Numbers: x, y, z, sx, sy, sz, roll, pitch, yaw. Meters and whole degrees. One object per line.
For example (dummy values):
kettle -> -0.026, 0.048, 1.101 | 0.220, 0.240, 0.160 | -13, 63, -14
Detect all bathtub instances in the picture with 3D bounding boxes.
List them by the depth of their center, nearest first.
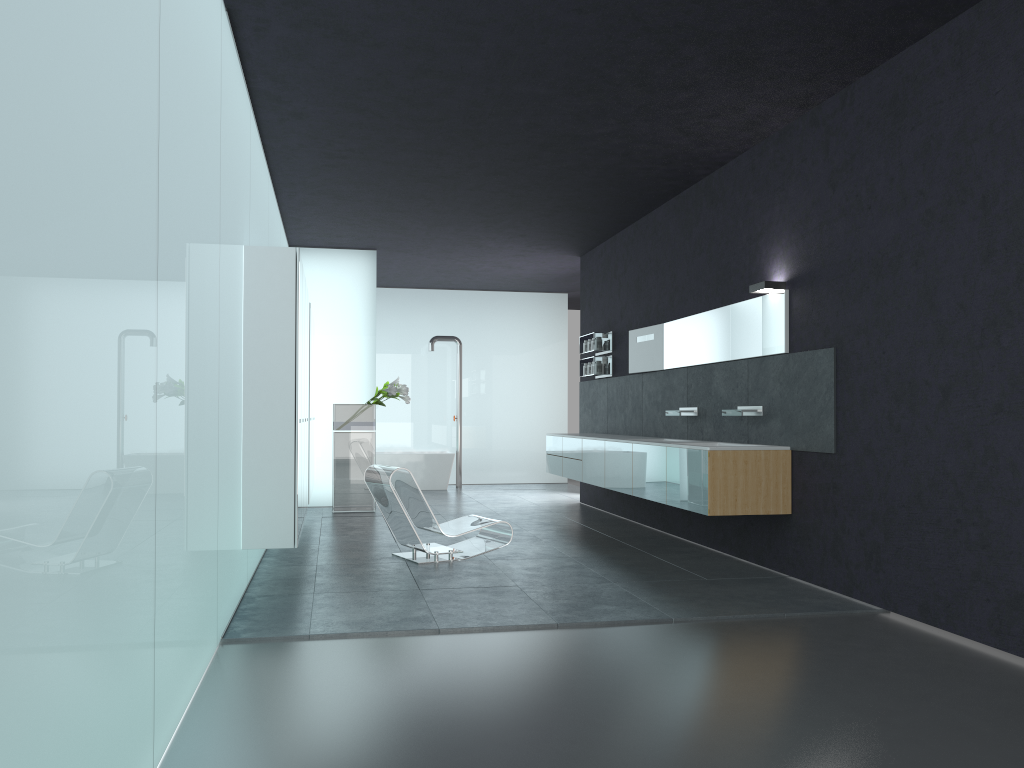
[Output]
bathtub -> -2.080, 1.486, 16.217 | 1.977, 0.858, 0.961 | 1, -2, -11

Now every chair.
chair -> -0.691, 1.196, 8.384 | 1.261, 0.870, 0.629 | 1, -2, -30

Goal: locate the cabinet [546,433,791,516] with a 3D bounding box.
cabinet -> 1.399, 0.891, 10.001 | 0.734, 0.556, 5.585 | 0, -2, -11

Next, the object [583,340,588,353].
object -> 1.070, -0.531, 12.694 | 0.096, 0.184, 0.068 | 1, -1, -20

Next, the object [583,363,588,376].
object -> 1.069, -0.203, 12.690 | 0.096, 0.184, 0.068 | 1, -1, -20

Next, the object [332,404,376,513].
object -> -2.226, 1.030, 12.480 | 0.585, 1.490, 0.575 | 0, -1, -11

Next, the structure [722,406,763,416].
structure -> 2.073, 0.244, 8.027 | 0.186, 0.088, 0.482 | 1, -2, -11

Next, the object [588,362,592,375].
object -> 1.111, -0.211, 12.480 | 0.096, 0.184, 0.068 | 0, -1, -3

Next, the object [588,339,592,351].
object -> 1.112, -0.538, 12.484 | 0.096, 0.184, 0.068 | 0, -1, -3

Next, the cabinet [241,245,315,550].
cabinet -> -2.361, 0.201, 9.432 | 0.398, 2.214, 6.007 | 0, -2, -11

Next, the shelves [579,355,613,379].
shelves -> 1.172, -0.235, 12.425 | 0.265, 0.285, 0.770 | 0, -2, -11

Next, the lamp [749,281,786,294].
lamp -> 2.183, -0.826, 7.580 | 0.198, 0.066, 0.277 | 1, -2, -11

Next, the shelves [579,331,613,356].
shelves -> 1.173, -0.563, 12.429 | 0.265, 0.285, 0.770 | 0, -2, -11

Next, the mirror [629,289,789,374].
mirror -> 1.918, -0.460, 9.230 | 0.109, 0.532, 3.724 | 0, -2, -13

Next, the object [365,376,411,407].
object -> -1.923, 0.259, 12.398 | 1.024, 0.779, 0.974 | 1, -2, -19

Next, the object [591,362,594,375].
object -> 1.148, -0.217, 12.295 | 0.096, 0.184, 0.068 | 0, -1, -13

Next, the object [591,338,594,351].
object -> 1.149, -0.545, 12.300 | 0.096, 0.184, 0.068 | 0, -1, -13

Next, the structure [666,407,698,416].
structure -> 1.792, 0.293, 9.418 | 0.186, 0.088, 0.482 | 1, -2, -11

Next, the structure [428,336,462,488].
structure -> -1.235, 0.542, 16.398 | 0.643, 2.871, 0.123 | 0, -1, -12
